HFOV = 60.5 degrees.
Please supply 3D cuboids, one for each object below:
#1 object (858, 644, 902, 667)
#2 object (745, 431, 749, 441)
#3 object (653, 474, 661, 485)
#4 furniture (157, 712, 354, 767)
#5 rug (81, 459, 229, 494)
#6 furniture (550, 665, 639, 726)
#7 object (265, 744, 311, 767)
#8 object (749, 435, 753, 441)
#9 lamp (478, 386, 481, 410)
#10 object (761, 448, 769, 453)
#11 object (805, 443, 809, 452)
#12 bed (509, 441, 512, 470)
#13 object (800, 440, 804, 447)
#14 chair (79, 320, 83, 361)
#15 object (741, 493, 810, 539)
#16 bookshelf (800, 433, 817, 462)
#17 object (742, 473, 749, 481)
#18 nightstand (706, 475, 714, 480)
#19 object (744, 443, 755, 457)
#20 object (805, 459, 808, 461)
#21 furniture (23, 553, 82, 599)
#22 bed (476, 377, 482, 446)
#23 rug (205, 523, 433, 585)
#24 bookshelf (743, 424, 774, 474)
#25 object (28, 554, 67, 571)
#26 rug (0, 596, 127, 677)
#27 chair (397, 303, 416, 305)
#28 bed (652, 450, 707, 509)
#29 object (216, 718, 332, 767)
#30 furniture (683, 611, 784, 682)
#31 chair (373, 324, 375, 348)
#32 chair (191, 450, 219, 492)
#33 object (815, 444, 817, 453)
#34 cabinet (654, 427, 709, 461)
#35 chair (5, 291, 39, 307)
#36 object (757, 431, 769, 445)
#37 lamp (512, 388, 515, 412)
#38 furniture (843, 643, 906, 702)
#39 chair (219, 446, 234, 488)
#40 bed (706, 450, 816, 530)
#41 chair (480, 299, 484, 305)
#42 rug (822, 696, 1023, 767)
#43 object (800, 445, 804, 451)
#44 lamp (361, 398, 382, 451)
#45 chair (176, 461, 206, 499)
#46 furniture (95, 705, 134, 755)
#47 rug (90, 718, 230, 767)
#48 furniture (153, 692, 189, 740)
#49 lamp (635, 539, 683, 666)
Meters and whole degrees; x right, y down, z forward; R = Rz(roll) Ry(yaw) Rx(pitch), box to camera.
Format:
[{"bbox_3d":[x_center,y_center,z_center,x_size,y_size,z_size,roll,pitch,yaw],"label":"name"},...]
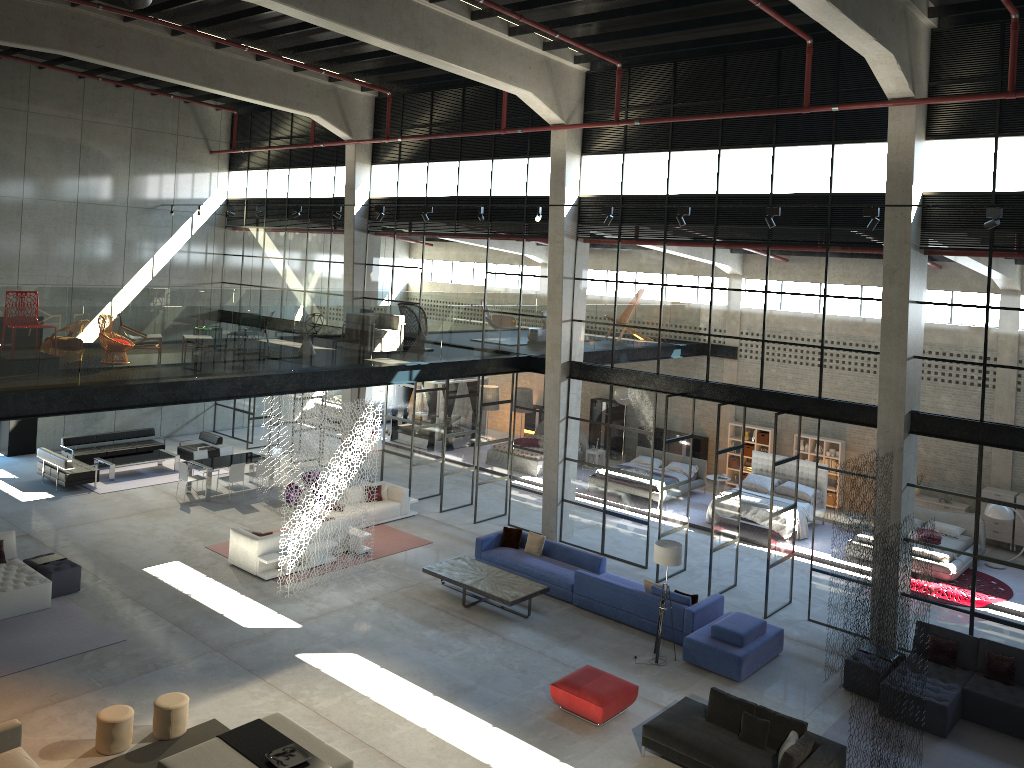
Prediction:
[{"bbox_3d":[5.410,3.991,12.909,0.300,0.099,0.522,-4,10,-44],"label":"object"},{"bbox_3d":[6.427,1.426,24.029,0.155,0.248,0.154,4,2,32],"label":"object"},{"bbox_3d":[3.163,2.416,22.342,2.126,0.246,0.719,10,10,40],"label":"object"},{"bbox_3d":[-2.753,4.237,9.432,1.459,0.398,1.538,9,10,40],"label":"furniture"},{"bbox_3d":[-9.318,2.264,22.311,2.427,0.025,3.392,10,10,40],"label":"rug"},{"bbox_3d":[1.099,4.141,11.700,0.861,0.376,0.855,9,9,40],"label":"furniture"},{"bbox_3d":[-2.407,4.019,9.435,0.389,0.036,0.386,11,11,43],"label":"object"},{"bbox_3d":[6.566,1.481,24.107,0.185,0.131,0.186,4,5,4],"label":"object"},{"bbox_3d":[-0.684,1.034,26.999,0.801,1.923,0.684,3,1,-8],"label":"lamp"},{"bbox_3d":[6.871,1.814,23.774,0.262,0.133,0.058,9,4,40],"label":"object"},{"bbox_3d":[7.733,1.665,23.009,0.099,0.203,0.100,3,1,-21],"label":"object"},{"bbox_3d":[0.747,1.676,25.260,2.044,1.277,2.341,8,8,41],"label":"bed"},{"bbox_3d":[7.644,1.606,23.155,0.094,0.262,0.095,3,1,1],"label":"object"},{"bbox_3d":[-7.434,-0.737,14.558,0.742,0.708,0.521,4,3,13],"label":"chair"},{"bbox_3d":[5.658,2.948,20.144,2.298,0.657,0.651,10,8,43],"label":"object"},{"bbox_3d":[7.959,2.274,22.817,1.247,1.757,0.329,5,1,41],"label":"bookshelf"},{"bbox_3d":[6.488,2.638,24.026,0.326,0.297,0.323,7,6,40],"label":"object"},{"bbox_3d":[5.134,2.687,21.883,0.602,0.699,0.604,4,3,12],"label":"nightstand"},{"bbox_3d":[6.539,1.814,24.026,0.326,0.297,0.323,7,6,40],"label":"object"},{"bbox_3d":[7.722,2.076,22.963,0.099,0.203,0.099,2,2,-33],"label":"object"},{"bbox_3d":[-7.712,3.195,14.695,0.965,0.455,0.509,8,6,35],"label":"furniture"},{"bbox_3d":[-2.307,0.792,27.506,2.263,2.077,2.312,7,6,40],"label":"bed"},{"bbox_3d":[-3.806,3.230,17.616,2.666,0.020,3.631,10,10,40],"label":"rug"},{"bbox_3d":[6.530,2.025,24.040,1.247,1.757,0.329,5,1,41],"label":"bookshelf"},{"bbox_3d":[-7.815,2.994,14.778,0.302,0.099,0.519,8,9,35],"label":"object"},{"bbox_3d":[-7.868,3.730,12.441,2.666,0.020,3.631,10,10,40],"label":"rug"},{"bbox_3d":[-2.238,-1.294,19.588,0.688,0.986,0.830,4,3,11],"label":"chair"},{"bbox_3d":[3.550,2.382,22.809,2.273,0.867,2.396,9,9,40],"label":"bed"},{"bbox_3d":[-2.606,4.056,9.593,1.484,0.086,0.536,10,10,40],"label":"object"},{"bbox_3d":[3.422,3.898,13.480,0.956,0.553,1.538,8,9,40],"label":"furniture"},{"bbox_3d":[-2.798,-0.998,17.813,0.810,0.832,0.982,6,5,40],"label":"chair"},{"bbox_3d":[-7.410,2.090,21.199,0.548,0.870,0.419,5,2,41],"label":"chair"},{"bbox_3d":[7.964,1.687,22.777,0.165,0.251,0.166,3,2,-4],"label":"object"},{"bbox_3d":[4.672,1.992,25.646,2.096,1.158,0.449,8,4,40],"label":"cabinet"},{"bbox_3d":[-7.545,-0.938,13.675,0.665,0.980,0.644,5,3,41],"label":"chair"},{"bbox_3d":[6.863,1.465,23.768,0.326,0.297,0.323,7,6,40],"label":"object"},{"bbox_3d":[0.353,1.102,26.917,0.801,1.923,0.684,3,1,-8],"label":"lamp"},{"bbox_3d":[5.299,4.182,12.810,0.959,0.454,0.513,-3,8,-44],"label":"furniture"},{"bbox_3d":[-6.954,2.041,21.730,0.548,0.870,0.419,5,2,41],"label":"chair"},{"bbox_3d":[5.982,2.575,20.515,2.234,1.415,2.317,8,7,40],"label":"bed"},{"bbox_3d":[-0.309,-1.662,22.829,0.973,1.027,0.797,2,3,-21],"label":"chair"},{"bbox_3d":[5.761,4.746,10.602,3.655,0.020,2.649,10,10,40],"label":"rug"},{"bbox_3d":[7.617,1.679,23.022,0.109,0.156,0.110,1,3,-38],"label":"object"},{"bbox_3d":[-2.884,0.804,18.238,0.438,1.100,0.442,2,1,-41],"label":"lamp"},{"bbox_3d":[-7.416,2.214,20.316,0.422,0.870,0.544,4,2,41],"label":"chair"},{"bbox_3d":[-4.629,4.021,10.221,0.400,0.400,0.403,1,5,-35],"label":"furniture"},{"bbox_3d":[-3.196,4.509,8.745,3.655,0.020,2.649,10,10,40],"label":"rug"},{"bbox_3d":[-4.115,3.999,10.582,0.402,0.400,0.401,5,4,30],"label":"furniture"},{"bbox_3d":[2.256,3.308,13.228,0.431,1.743,0.667,3,1,38],"label":"lamp"}]
